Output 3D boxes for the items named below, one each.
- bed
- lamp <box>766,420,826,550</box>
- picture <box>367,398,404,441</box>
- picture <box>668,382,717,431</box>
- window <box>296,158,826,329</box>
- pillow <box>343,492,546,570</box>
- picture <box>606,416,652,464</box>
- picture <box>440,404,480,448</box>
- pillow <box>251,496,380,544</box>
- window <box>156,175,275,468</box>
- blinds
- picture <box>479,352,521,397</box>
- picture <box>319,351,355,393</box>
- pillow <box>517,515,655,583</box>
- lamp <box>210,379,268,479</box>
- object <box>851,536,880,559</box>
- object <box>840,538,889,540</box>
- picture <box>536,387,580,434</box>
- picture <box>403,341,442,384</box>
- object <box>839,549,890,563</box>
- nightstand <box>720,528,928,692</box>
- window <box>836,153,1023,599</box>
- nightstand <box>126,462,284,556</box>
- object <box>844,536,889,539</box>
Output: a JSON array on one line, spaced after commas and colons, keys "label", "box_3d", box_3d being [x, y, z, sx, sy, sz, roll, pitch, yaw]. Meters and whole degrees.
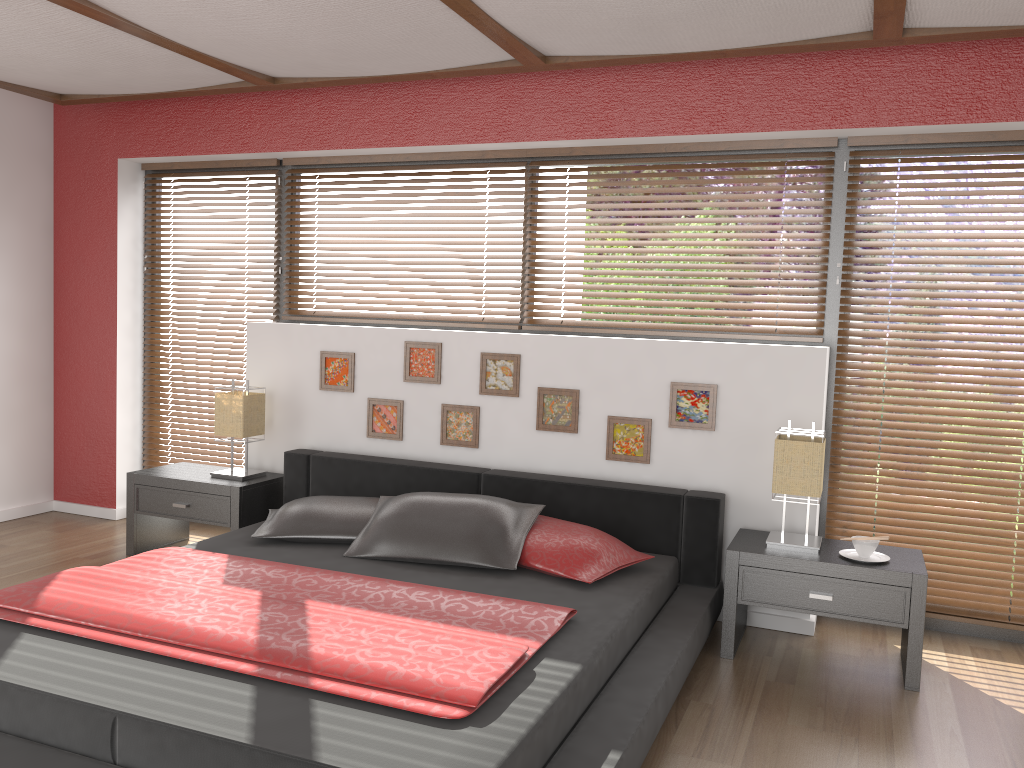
[{"label": "bed", "box_3d": [-0.677, 0.730, 3.114, 2.469, 0.577, 2.413, 4, 5, 22]}, {"label": "lamp", "box_3d": [1.127, 0.384, 3.495, 0.200, 0.480, 0.200, 4, 5, 22]}, {"label": "picture", "box_3d": [-0.631, 0.175, 4.406, 0.200, 0.200, 0.010, 4, 5, 22]}, {"label": "picture", "box_3d": [0.782, 0.097, 3.837, 0.200, 0.200, 0.010, 4, 5, 22]}, {"label": "window", "box_3d": [0.092, -0.702, 4.448, 2.817, 0.786, 0.020, 4, 5, 22]}, {"label": "pillow", "box_3d": [-0.276, 0.570, 3.569, 0.744, 0.241, 0.386, 3, 4, 17]}, {"label": "picture", "box_3d": [0.519, 0.248, 3.951, 0.200, 0.200, 0.010, 4, 5, 22]}, {"label": "picture", "box_3d": [-0.250, 0.201, 4.256, 0.200, 0.200, 0.010, 4, 5, 22]}, {"label": "pillow", "box_3d": [-0.721, 0.586, 3.841, 0.745, 0.172, 0.418, 2, 4, -3]}, {"label": "window", "box_3d": [-1.741, -0.282, 5.205, 0.889, 1.893, 0.020, 4, 5, 22]}, {"label": "blinds", "box_3d": [0.042, -0.122, 4.428, 4.840, 1.952, 0.032, 4, 5, 22]}, {"label": "picture", "box_3d": [-0.058, -0.044, 4.165, 0.200, 0.200, 0.010, 4, 5, 22]}, {"label": "picture", "box_3d": [-0.887, -0.063, 4.495, 0.200, 0.200, 0.010, 4, 5, 22]}, {"label": "pillow", "box_3d": [0.145, 0.639, 3.556, 0.745, 0.172, 0.418, 6, 6, 41]}, {"label": "lamp", "box_3d": [-1.377, 0.217, 4.486, 0.200, 0.480, 0.200, 4, 5, 22]}, {"label": "object", "box_3d": [1.324, 0.616, 3.327, 0.099, 0.069, 0.099, -2, 6, -43]}, {"label": "object", "box_3d": [1.315, 0.578, 3.310, 0.192, 0.007, 0.007, 1, 4, -9]}, {"label": "picture", "box_3d": [0.209, 0.120, 4.067, 0.200, 0.200, 0.010, 4, 5, 22]}, {"label": "picture", "box_3d": [-0.435, -0.104, 4.312, 0.200, 0.200, 0.010, 4, 5, 22]}, {"label": "object", "box_3d": [1.322, 0.648, 3.329, 0.179, 0.012, 0.179, -2, 6, -43]}, {"label": "nightstand", "box_3d": [1.205, 0.853, 3.448, 0.700, 0.423, 0.413, 4, 5, 22]}, {"label": "window", "box_3d": [1.880, -0.041, 3.772, 0.889, 1.893, 0.020, 4, 5, 22]}, {"label": "nightstand", "box_3d": [-1.557, 0.669, 4.541, 0.700, 0.423, 0.413, 4, 5, 22]}, {"label": "object", "box_3d": [1.331, 0.578, 3.328, 0.192, 0.007, 0.007, 1, 4, -14]}]
